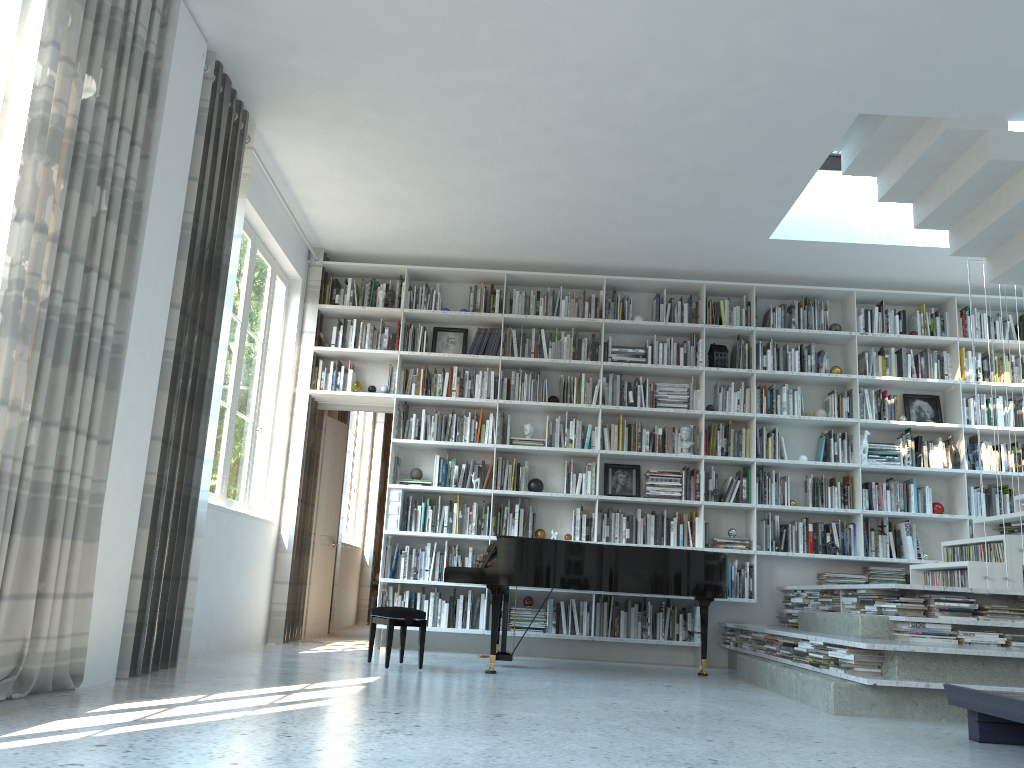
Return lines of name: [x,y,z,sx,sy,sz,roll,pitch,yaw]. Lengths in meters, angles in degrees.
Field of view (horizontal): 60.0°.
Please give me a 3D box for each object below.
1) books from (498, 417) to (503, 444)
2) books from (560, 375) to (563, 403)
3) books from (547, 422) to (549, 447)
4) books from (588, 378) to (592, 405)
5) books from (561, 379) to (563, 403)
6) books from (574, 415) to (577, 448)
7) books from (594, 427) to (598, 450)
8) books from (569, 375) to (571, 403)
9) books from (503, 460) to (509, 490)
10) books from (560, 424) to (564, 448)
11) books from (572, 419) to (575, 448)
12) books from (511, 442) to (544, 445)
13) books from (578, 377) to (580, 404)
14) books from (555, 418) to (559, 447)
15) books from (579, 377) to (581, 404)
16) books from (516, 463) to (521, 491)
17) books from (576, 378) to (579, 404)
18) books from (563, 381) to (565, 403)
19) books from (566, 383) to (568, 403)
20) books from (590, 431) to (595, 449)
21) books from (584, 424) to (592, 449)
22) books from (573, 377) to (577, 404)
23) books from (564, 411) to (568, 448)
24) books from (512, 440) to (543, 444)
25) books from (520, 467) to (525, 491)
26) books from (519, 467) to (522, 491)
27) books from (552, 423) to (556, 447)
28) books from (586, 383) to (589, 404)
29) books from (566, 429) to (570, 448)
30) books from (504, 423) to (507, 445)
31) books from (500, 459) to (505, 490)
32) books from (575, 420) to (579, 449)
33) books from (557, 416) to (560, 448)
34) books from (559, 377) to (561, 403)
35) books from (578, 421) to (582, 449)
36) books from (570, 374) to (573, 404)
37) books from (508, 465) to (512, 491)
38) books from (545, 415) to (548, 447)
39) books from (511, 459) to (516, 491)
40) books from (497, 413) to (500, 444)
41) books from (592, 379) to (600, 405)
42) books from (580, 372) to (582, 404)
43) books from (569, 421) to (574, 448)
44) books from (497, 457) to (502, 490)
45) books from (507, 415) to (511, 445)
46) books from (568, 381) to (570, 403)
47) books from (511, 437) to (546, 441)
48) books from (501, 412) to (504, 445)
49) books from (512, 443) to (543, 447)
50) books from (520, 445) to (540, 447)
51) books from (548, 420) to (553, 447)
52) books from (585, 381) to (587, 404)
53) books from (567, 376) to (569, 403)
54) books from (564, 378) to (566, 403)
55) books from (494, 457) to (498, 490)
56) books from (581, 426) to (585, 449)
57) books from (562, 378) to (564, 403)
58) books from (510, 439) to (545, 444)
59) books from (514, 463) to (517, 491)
books: [-0.096,0.412,7.390,0.024,0.256,0.134,3,-13,1]
books: [0.411,0.072,7.478,0.012,0.275,0.129,3,-13,1]
books: [0.297,0.446,7.385,0.010,0.231,0.155,3,-13,1]
books: [0.654,0.090,7.451,0.022,0.256,0.155,3,-13,1]
books: [0.419,0.090,7.471,0.005,0.238,0.146,3,-13,1]
books: [0.521,0.420,7.375,0.011,0.300,0.179,3,-13,1]
books: [0.695,0.475,7.381,0.026,0.216,0.126,3,-13,1]
books: [0.483,0.073,7.462,0.005,0.274,0.157,3,-13,1]
books: [-0.047,0.768,7.305,0.036,0.262,0.167,3,-13,1]
books: [0.414,0.455,7.382,0.048,0.224,0.150,3,-13,1]
books: [0.508,0.435,7.363,0.012,0.265,0.193,3,-13,1]
books: [0.126,0.506,7.363,0.254,0.012,0.161,4,-13,-4]
books: [0.560,0.082,7.460,0.004,0.265,0.142,3,-13,1]
books: [0.368,0.431,7.383,0.022,0.266,0.151,3,-13,1]
books: [0.565,0.087,7.452,0.006,0.252,0.180,3,-13,1]
books: [0.050,0.785,7.320,0.028,0.247,0.143,3,-13,1]
books: [0.549,0.087,7.459,0.017,0.252,0.140,3,-13,1]
books: [0.431,0.100,7.461,0.013,0.215,0.150,3,-13,1]
books: [0.458,0.109,7.456,0.011,0.199,0.163,3,-13,1]
books: [0.668,0.490,7.375,0.027,0.180,0.142,3,-13,1]
books: [0.625,0.461,7.364,0.060,0.227,0.179,3,-13,1]
books: [0.524,0.085,7.435,0.013,0.243,0.189,3,-13,1]
books: [0.446,0.404,7.385,0.010,0.328,0.174,3,-13,1]
books: [0.127,0.495,7.370,0.254,0.012,0.161,4,-13,-2]
books: [0.087,0.797,7.293,0.028,0.215,0.175,3,-13,1]
books: [0.068,0.801,7.296,0.011,0.207,0.180,3,-13,1]
books: [0.344,0.453,7.394,0.024,0.226,0.138,3,-13,1]
books: [0.630,0.111,7.456,0.024,0.215,0.142,3,-13,1]
books: [0.460,0.476,7.383,0.025,0.189,0.140,3,-13,1]
books: [-0.058,0.438,7.391,0.034,0.209,0.136,3,-13,1]
books: [-0.078,0.762,7.313,0.026,0.274,0.155,3,-13,1]
books: [0.537,0.442,7.371,0.023,0.259,0.170,3,-13,1]
books: [0.386,0.420,7.373,0.012,0.285,0.168,3,-13,1]
books: [0.402,0.081,7.468,0.005,0.253,0.161,3,-13,1]
books: [0.559,0.449,7.390,0.022,0.255,0.152,3,-13,1]
books: [0.502,0.070,7.473,0.033,0.287,0.155,3,-13,1]
books: [-0.018,0.788,7.304,0.025,0.227,0.153,3,-13,1]
books: [0.288,0.416,7.378,0.012,0.284,0.160,3,-13,1]
books: [0.009,0.762,7.288,0.026,0.273,0.190,3,-13,1]
books: [-0.113,0.399,7.399,0.012,0.284,0.160,3,-13,1]
books: [0.697,0.098,7.427,0.064,0.236,0.209,3,-13,1]
books: [0.573,0.063,7.460,0.006,0.303,0.166,3,-13,1]
books: [0.488,0.445,7.371,0.028,0.246,0.170,3,-13,1]
books: [-0.103,0.755,7.310,0.025,0.284,0.145,3,-13,1]
books: [-0.028,0.406,7.393,0.021,0.277,0.137,3,-13,1]
books: [0.476,0.096,7.434,0.006,0.216,0.181,3,-13,1]
books: [0.128,0.471,7.373,0.285,0.012,0.160,4,-13,-3]
books: [-0.078,0.397,7.412,0.011,0.297,0.136,3,-13,1]
books: [0.126,0.518,7.362,0.254,0.012,0.161,4,-13,-3]
books: [0.125,0.532,7.368,0.254,0.012,0.161,3,-13,1]
books: [0.318,0.435,7.368,0.030,0.246,0.174,3,-13,1]
books: [0.613,0.104,7.458,0.011,0.229,0.166,3,-13,1]
books: [0.470,0.079,7.471,0.009,0.266,0.150,3,-13,1]
books: [0.441,0.085,7.438,0.005,0.235,0.179,3,-13,1]
books: [-0.133,0.756,7.319,0.012,0.284,0.160,3,-13,1]
books: [0.582,0.468,7.386,0.026,0.218,0.150,3,-13,1]
books: [0.423,0.084,7.447,0.005,0.240,0.174,3,-13,1]
books: [0.128,0.484,7.375,0.285,0.012,0.160,3,-13,3]
books: [0.029,0.782,7.304,0.014,0.243,0.153,3,-13,1]
